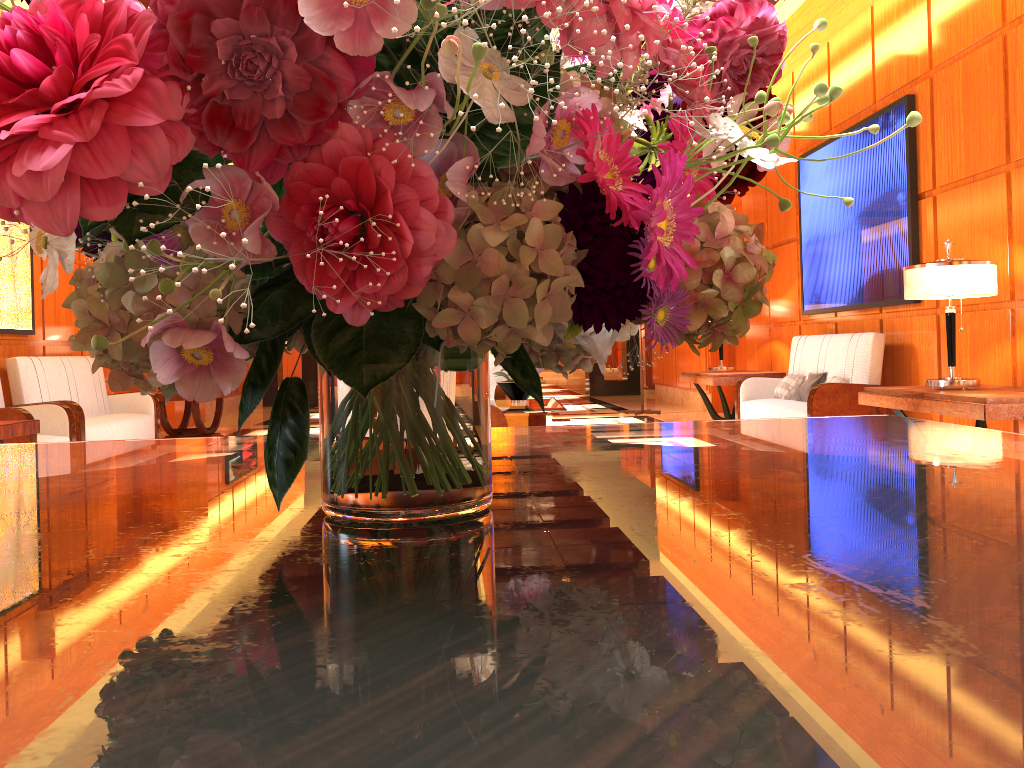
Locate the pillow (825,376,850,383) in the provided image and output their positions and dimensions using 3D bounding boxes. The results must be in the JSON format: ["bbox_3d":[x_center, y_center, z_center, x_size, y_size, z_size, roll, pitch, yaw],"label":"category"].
[{"bbox_3d":[2.413,0.060,6.706,0.202,0.230,0.273,-2,1,-1],"label":"pillow"}]

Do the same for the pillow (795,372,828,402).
[{"bbox_3d":[2.420,0.029,7.154,0.160,0.253,0.358,-2,1,-7],"label":"pillow"}]

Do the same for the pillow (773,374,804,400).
[{"bbox_3d":[2.365,0.023,7.586,0.195,0.227,0.344,-2,1,2],"label":"pillow"}]

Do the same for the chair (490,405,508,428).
[{"bbox_3d":[-0.444,0.217,4.941,0.629,0.961,0.737,-2,1,-25],"label":"chair"}]

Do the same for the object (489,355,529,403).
[{"bbox_3d":[0.028,-0.170,6.582,0.788,0.617,0.417,-2,1,-26],"label":"object"}]

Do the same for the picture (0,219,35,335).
[{"bbox_3d":[-4.090,-1.113,6.632,0.056,1.452,1.997,-2,1,-3],"label":"picture"}]

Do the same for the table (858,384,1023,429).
[{"bbox_3d":[2.446,0.334,4.618,0.725,0.606,1.271,-2,2,-3],"label":"table"}]

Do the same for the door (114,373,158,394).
[{"bbox_3d":[-4.553,-0.704,10.284,0.340,2.651,1.500,-2,0,-3],"label":"door"}]

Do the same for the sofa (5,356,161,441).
[{"bbox_3d":[-3.657,0.218,7.668,0.612,0.932,1.799,-2,2,-3],"label":"sofa"}]

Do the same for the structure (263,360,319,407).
[{"bbox_3d":[-4.032,-0.861,16.181,0.985,2.498,0.500,-2,0,-4],"label":"structure"}]

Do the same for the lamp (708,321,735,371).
[{"bbox_3d":[2.093,-0.531,8.897,0.459,0.794,0.458,-2,1,-42],"label":"lamp"}]

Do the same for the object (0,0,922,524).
[{"bbox_3d":[-0.095,-0.225,0.739,0.650,0.658,0.680,-2,1,-12],"label":"object"}]

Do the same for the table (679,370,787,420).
[{"bbox_3d":[2.186,0.185,8.832,0.725,0.606,1.271,-2,2,-3],"label":"table"}]

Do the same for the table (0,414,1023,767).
[{"bbox_3d":[-0.072,0.478,0.718,1.600,0.745,1.601,-2,2,-4],"label":"table"}]

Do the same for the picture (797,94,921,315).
[{"bbox_3d":[2.731,-1.323,7.151,0.056,1.452,1.997,-2,1,-3],"label":"picture"}]

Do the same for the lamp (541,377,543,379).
[{"bbox_3d":[0.740,-0.981,27.089,0.810,1.661,0.811,-1,0,36],"label":"lamp"}]

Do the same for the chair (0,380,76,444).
[{"bbox_3d":[-3.444,0.259,6.062,0.628,0.961,0.738,-2,1,-5],"label":"chair"}]

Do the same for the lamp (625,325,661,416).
[{"bbox_3d":[1.609,-0.429,11.590,0.527,1.661,0.360,-2,0,-14],"label":"lamp"}]

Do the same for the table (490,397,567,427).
[{"bbox_3d":[-0.006,0.392,6.459,0.722,0.496,1.561,-2,2,0],"label":"table"}]

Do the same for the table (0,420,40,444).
[{"bbox_3d":[-3.262,0.518,4.884,0.725,0.534,1.168,-2,2,-1],"label":"table"}]

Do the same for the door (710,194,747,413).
[{"bbox_3d":[2.772,-0.926,10.757,0.340,2.651,1.538,-2,0,-3],"label":"door"}]

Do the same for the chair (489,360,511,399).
[{"bbox_3d":[-0.331,0.103,7.936,0.737,0.961,0.629,-1,1,15],"label":"chair"}]

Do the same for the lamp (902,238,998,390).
[{"bbox_3d":[2.349,-0.376,4.750,0.458,0.810,0.459,-2,0,6],"label":"lamp"}]

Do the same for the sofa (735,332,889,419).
[{"bbox_3d":[2.353,0.070,7.130,0.612,0.932,1.799,-2,2,-3],"label":"sofa"}]

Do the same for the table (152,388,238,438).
[{"bbox_3d":[-3.572,0.340,9.885,0.725,0.534,1.168,-2,2,-1],"label":"table"}]
